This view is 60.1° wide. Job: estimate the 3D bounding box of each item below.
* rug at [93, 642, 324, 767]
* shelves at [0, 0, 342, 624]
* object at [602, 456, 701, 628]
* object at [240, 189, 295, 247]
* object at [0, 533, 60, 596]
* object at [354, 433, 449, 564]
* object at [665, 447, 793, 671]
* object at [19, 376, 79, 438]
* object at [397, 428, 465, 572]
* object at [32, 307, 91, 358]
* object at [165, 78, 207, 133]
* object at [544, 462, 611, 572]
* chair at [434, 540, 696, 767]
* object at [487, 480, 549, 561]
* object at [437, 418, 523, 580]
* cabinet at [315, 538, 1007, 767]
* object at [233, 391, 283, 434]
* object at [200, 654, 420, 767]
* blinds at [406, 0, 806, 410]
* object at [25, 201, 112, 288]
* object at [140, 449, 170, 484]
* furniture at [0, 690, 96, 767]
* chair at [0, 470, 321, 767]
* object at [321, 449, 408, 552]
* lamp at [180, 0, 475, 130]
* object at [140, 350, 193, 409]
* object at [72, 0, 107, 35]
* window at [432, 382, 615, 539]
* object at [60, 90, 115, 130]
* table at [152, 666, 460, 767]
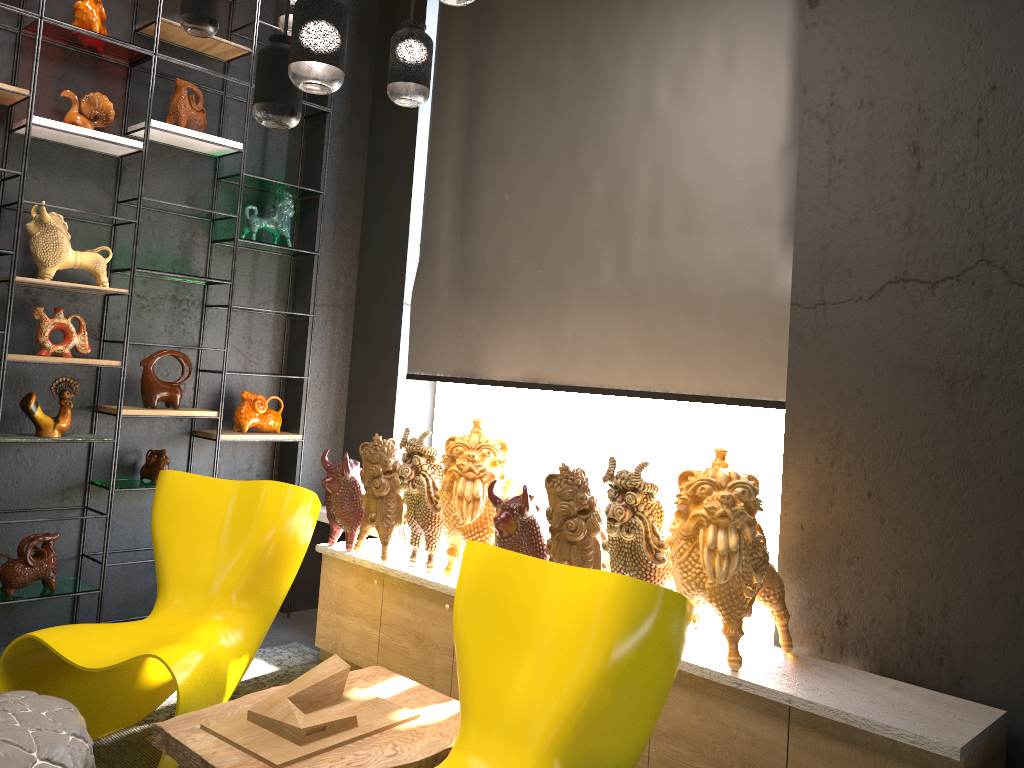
[{"bbox_3d":[-0.487,1.299,2.230,3.601,0.010,2.181,4,1,44],"label":"rug"},{"bbox_3d":[-2.164,-0.793,3.821,0.275,3.924,2.980,0,-4,44],"label":"shelves"},{"bbox_3d":[0.457,0.542,3.010,0.272,0.582,0.428,2,-3,37],"label":"object"},{"bbox_3d":[-1.298,-0.900,4.728,0.152,0.333,0.288,2,-3,36],"label":"object"},{"bbox_3d":[-2.113,0.782,3.849,0.126,0.250,0.252,1,-3,44],"label":"object"},{"bbox_3d":[-0.459,0.499,3.921,0.473,0.548,0.249,6,-3,-39],"label":"object"},{"bbox_3d":[0.682,0.524,2.783,0.467,0.657,0.307,6,-4,-41],"label":"object"},{"bbox_3d":[-2.049,0.098,3.929,0.123,0.271,0.226,1,-3,44],"label":"object"},{"bbox_3d":[-0.319,0.483,3.750,0.272,0.582,0.428,2,-3,37],"label":"object"},{"bbox_3d":[-2.023,-0.229,3.978,0.060,0.224,0.266,1,-3,44],"label":"object"},{"bbox_3d":[-1.600,-1.356,4.390,0.126,0.250,0.252,3,-2,13],"label":"object"},{"bbox_3d":[0.317,0.559,3.182,0.473,0.548,0.249,6,-3,-39],"label":"object"},{"bbox_3d":[-0.030,0.887,2.148,0.659,0.900,1.064,2,-2,39],"label":"chair"},{"bbox_3d":[0.103,0.583,3.315,0.461,0.442,0.219,5,-3,-41],"label":"object"},{"bbox_3d":[-0.093,0.464,3.522,0.467,0.657,0.307,6,-4,-41],"label":"object"},{"bbox_3d":[0.215,1.078,3.206,2.734,0.532,0.402,4,-1,44],"label":"cabinet"},{"bbox_3d":[-1.335,0.150,4.682,0.139,0.223,0.277,1,-3,44],"label":"object"},{"bbox_3d":[-0.571,0.917,2.573,0.351,0.137,0.518,4,0,39],"label":"object"},{"bbox_3d":[-1.929,-1.055,5.507,3.513,3.320,12.714,5,0,-26],"label":"blinds"},{"bbox_3d":[-1.988,-0.617,3.971,0.368,0.353,0.175,5,-3,-41],"label":"object"},{"bbox_3d":[-1.734,0.393,4.299,0.211,0.169,0.104,3,-3,43],"label":"object"},{"bbox_3d":[-1.467,1.036,2.291,0.680,0.384,0.676,3,-1,44],"label":"furniture"},{"bbox_3d":[-1.181,0.798,3.257,0.659,0.900,1.065,3,-1,14],"label":"chair"},{"bbox_3d":[-0.672,0.523,4.054,0.461,0.442,0.219,5,-3,-41],"label":"object"},{"bbox_3d":[-1.193,-1.850,1.566,2.674,2.282,2.837,4,-1,-3],"label":"lamp"},{"bbox_3d":[-1.695,-0.024,4.304,0.114,0.291,0.248,1,-4,44],"label":"object"},{"bbox_3d":[-1.954,-1.690,4.103,0.138,0.223,0.277,5,-1,-16],"label":"object"},{"bbox_3d":[0.480,-0.782,4.240,2.311,3.180,0.051,2,-4,43],"label":"window"},{"bbox_3d":[-1.940,-1.243,4.041,0.233,0.210,0.107,5,-3,-29],"label":"object"},{"bbox_3d":[-0.528,1.144,2.581,0.695,0.310,0.825,4,0,43],"label":"table"}]
